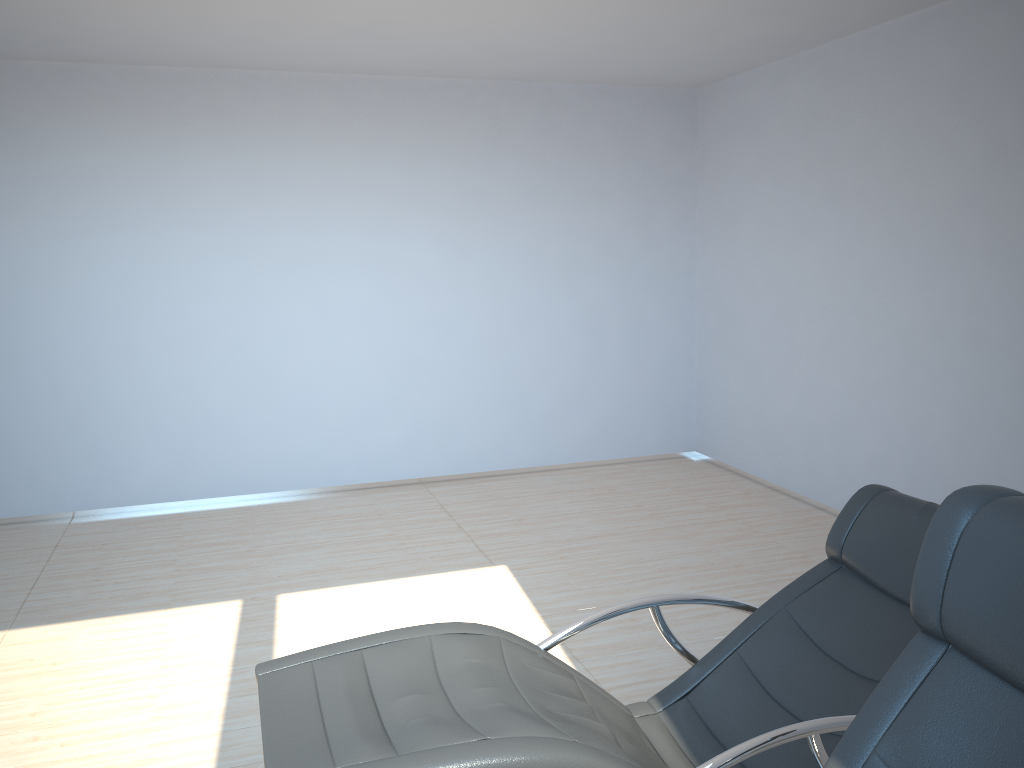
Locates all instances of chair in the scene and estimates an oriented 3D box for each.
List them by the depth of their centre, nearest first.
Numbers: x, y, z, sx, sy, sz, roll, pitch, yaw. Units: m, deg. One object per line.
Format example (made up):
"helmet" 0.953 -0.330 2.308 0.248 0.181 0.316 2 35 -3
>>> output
"chair" 0.260 0.905 1.217 1.938 1.251 0.836 -4 9 -18
"chair" 0.449 0.889 2.310 2.114 0.953 0.836 -4 9 -18
